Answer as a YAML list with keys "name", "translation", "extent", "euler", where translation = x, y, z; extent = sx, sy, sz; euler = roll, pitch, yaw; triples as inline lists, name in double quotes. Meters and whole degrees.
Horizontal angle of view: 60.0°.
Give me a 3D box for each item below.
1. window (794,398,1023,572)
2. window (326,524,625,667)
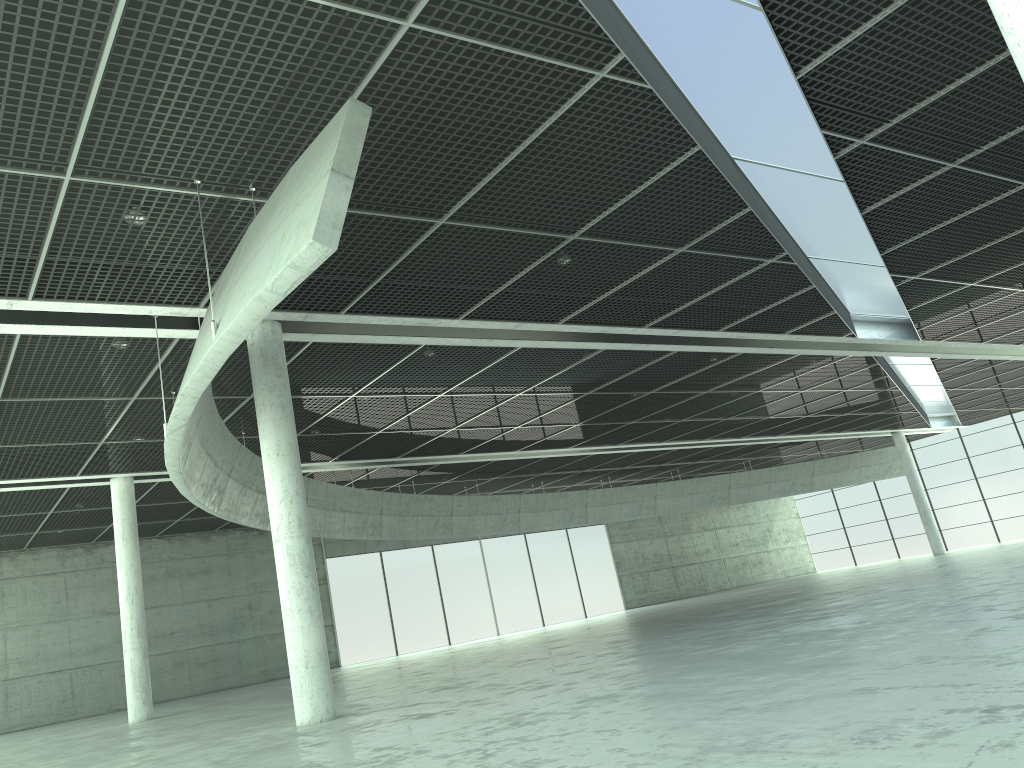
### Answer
- name: "window"
  translation: [23.947, 3.726, 50.774]
  extent: [100.745, 16.071, 99.666]
  euler: [0, -19, -35]
- name: "window"
  translation: [-2.300, 22.560, 88.725]
  extent: [33.515, 10.655, 0.159]
  euler: [0, -19, -35]
